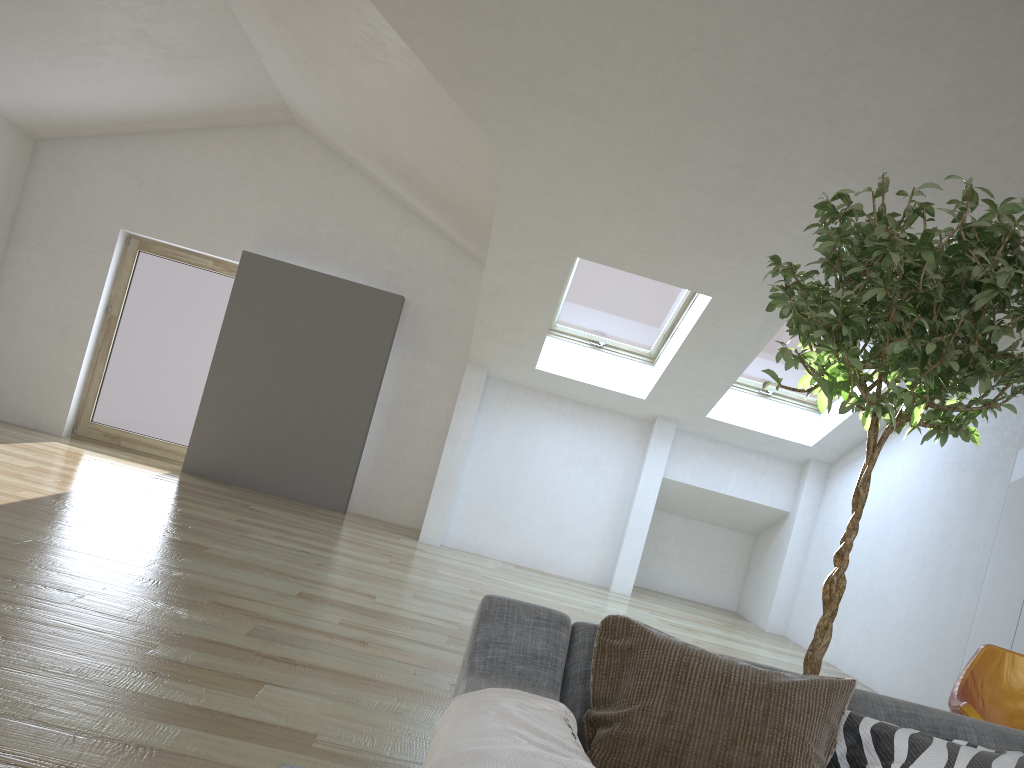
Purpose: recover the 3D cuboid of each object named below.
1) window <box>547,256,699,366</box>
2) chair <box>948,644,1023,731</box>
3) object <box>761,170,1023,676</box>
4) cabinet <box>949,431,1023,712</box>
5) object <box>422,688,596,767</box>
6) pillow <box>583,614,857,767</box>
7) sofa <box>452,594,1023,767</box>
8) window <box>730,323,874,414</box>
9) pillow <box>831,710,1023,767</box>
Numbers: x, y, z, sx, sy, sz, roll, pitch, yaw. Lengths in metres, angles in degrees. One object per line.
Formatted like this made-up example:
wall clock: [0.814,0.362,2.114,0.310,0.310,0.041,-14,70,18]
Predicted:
window: [0.902,-0.643,7.424,1.531,0.728,1.834,15,-4,-3]
chair: [2.256,1.581,3.905,0.652,0.721,0.722,14,-3,27]
object: [0.916,0.413,2.382,0.841,2.016,0.774,16,-2,-25]
cabinet: [3.109,1.100,4.854,0.125,2.238,1.732,15,-2,-1]
object: [-0.051,0.738,1.435,0.370,0.418,0.465,15,-3,0]
pillow: [0.387,0.699,1.767,0.594,0.337,0.301,15,-3,5]
sofa: [1.082,1.093,1.670,2.563,0.683,0.986,16,-3,-5]
window: [2.485,-0.200,7.588,1.531,0.728,1.834,15,-4,-3]
pillow: [0.892,0.870,1.777,0.583,0.283,0.345,16,-3,-4]
